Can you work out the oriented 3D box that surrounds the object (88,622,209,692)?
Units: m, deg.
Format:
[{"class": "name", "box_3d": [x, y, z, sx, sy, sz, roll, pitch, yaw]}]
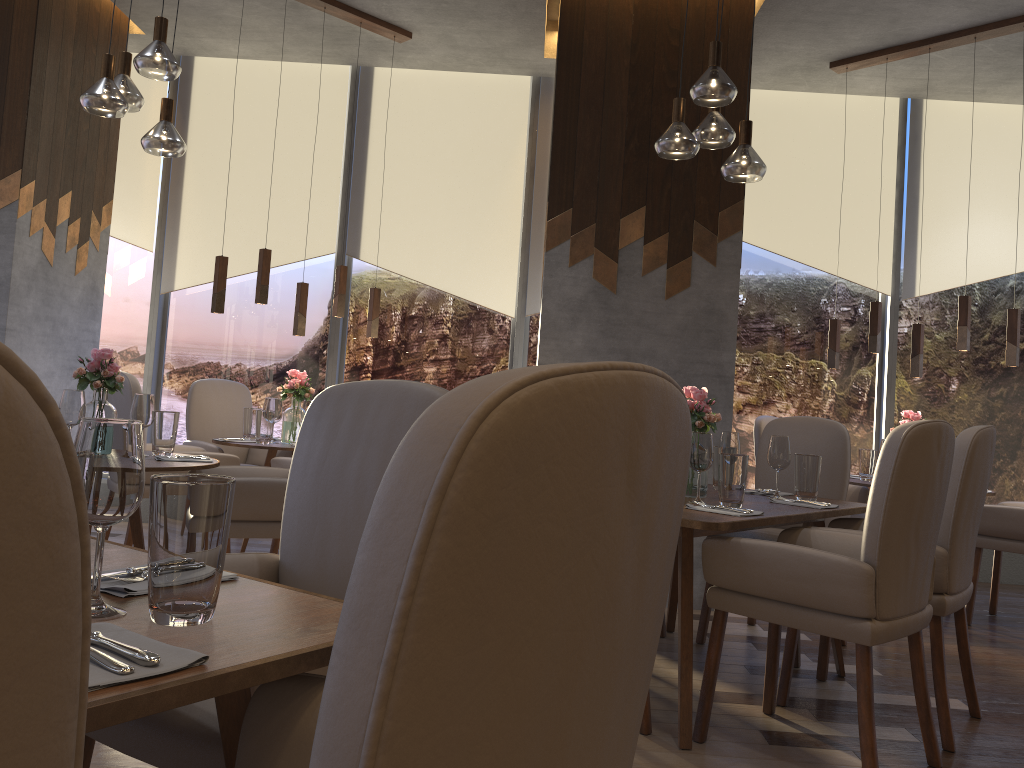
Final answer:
[{"class": "object", "box_3d": [-0.465, 0.279, 0.954, 0.255, 0.019, 0.157, 3, -2, 35]}]

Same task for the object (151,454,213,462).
[{"class": "object", "box_3d": [-1.291, 0.283, 3.425, 0.255, 0.019, 0.157, 4, -1, -23]}]

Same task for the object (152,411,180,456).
[{"class": "object", "box_3d": [-1.394, 0.199, 3.556, 0.102, 0.179, 0.102, 4, -3, -7]}]

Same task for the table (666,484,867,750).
[{"class": "table", "box_3d": [0.625, 0.748, 3.273, 0.965, 0.667, 1.304, 2, -2, 42]}]

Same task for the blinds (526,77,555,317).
[{"class": "blinds", "box_3d": [0.766, -1.752, 6.045, 1.173, 2.685, 0.007, 4, -3, 1]}]

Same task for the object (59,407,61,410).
[{"class": "object", "box_3d": [-1.691, 0.171, 3.193, 0.102, 0.179, 0.102, 5, -3, -18]}]

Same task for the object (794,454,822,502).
[{"class": "object", "box_3d": [1.137, 0.362, 3.414, 0.102, 0.179, 0.102, 5, -3, -19]}]

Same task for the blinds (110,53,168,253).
[{"class": "blinds", "box_3d": [-2.950, -2.273, 6.144, 1.173, 2.685, 0.007, 4, -3, 1]}]

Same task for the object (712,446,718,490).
[{"class": "object", "box_3d": [0.883, 0.351, 3.696, 0.102, 0.179, 0.102, 2, -3, 37]}]

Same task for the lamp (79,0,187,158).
[{"class": "lamp", "box_3d": [-1.428, -1.591, 3.475, 0.439, 1.328, 0.438, 3, -3, 9]}]

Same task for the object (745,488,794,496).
[{"class": "object", "box_3d": [1.029, 0.440, 3.624, 0.157, 0.019, 0.254, 3, -2, 41]}]

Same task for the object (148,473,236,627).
[{"class": "object", "box_3d": [-0.408, 0.207, 1.116, 0.102, 0.179, 0.102, 4, -3, 2]}]

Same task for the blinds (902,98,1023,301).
[{"class": "blinds", "box_3d": [3.290, -1.856, 6.004, 1.173, 2.685, 0.007, 4, -3, 1]}]

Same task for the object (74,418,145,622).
[{"class": "object", "box_3d": [-0.515, 0.167, 1.116, 0.092, 0.245, 0.092, 4, -3, -12]}]

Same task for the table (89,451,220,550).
[{"class": "table", "box_3d": [-1.561, 0.605, 3.329, 0.833, 0.663, 0.833, 5, -2, -24]}]

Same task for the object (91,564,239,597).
[{"class": "object", "box_3d": [-0.549, 0.282, 1.306, 0.157, 0.019, 0.254, 3, -2, 32]}]

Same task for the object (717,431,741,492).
[{"class": "object", "box_3d": [0.877, 0.316, 3.589, 0.092, 0.245, 0.092, 3, -3, 21]}]

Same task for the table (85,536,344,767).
[{"class": "table", "box_3d": [-0.900, 0.593, 0.905, 0.965, 0.667, 1.304, 3, -2, 35]}]

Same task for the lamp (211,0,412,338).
[{"class": "lamp", "box_3d": [-1.133, -1.234, 5.036, 1.159, 1.935, 0.118, 6, -4, -44]}]

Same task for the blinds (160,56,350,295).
[{"class": "blinds", "box_3d": [-1.722, -1.907, 6.101, 1.173, 2.685, 0.007, 4, -3, 1]}]

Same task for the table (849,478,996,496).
[{"class": "table", "box_3d": [2.228, 0.896, 4.973, 0.833, 0.663, 0.833, 4, -2, -8]}]

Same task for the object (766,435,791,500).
[{"class": "object", "box_3d": [1.031, 0.323, 3.431, 0.092, 0.245, 0.092, 4, -3, -3]}]

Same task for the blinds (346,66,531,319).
[{"class": "blinds", "box_3d": [-0.479, -1.817, 6.072, 1.173, 2.685, 0.007, 4, -3, 1]}]

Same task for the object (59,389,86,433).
[{"class": "object", "box_3d": [-1.637, 0.144, 3.291, 0.092, 0.245, 0.092, 4, -3, -5]}]

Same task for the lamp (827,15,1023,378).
[{"class": "lamp", "box_3d": [2.340, -1.001, 5.041, 0.118, 1.935, 1.161, 7, -4, -44]}]

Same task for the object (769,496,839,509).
[{"class": "object", "box_3d": [1.055, 0.433, 3.262, 0.255, 0.019, 0.157, 3, -2, 45]}]

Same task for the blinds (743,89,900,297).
[{"class": "blinds", "box_3d": [2.046, -1.962, 6.033, 1.173, 2.685, 0.007, 4, -3, 1]}]

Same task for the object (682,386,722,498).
[{"class": "object", "box_3d": [0.678, 0.214, 3.323, 0.197, 0.416, 0.210, 5, -3, -21]}]

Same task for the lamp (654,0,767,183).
[{"class": "lamp", "box_3d": [0.791, -1.444, 3.408, 0.439, 1.328, 0.439, 5, -3, -14]}]

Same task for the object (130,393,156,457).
[{"class": "object", "box_3d": [-1.446, 0.161, 3.463, 0.092, 0.245, 0.092, 7, -4, -43]}]

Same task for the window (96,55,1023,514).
[{"class": "window", "box_3d": [-2.193, -0.959, 3.291, 16.092, 3.204, 8.063, 5, -2, -44]}]

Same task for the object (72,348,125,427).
[{"class": "object", "box_3d": [-1.625, 0.063, 3.476, 0.197, 0.416, 0.210, 6, -4, -41]}]

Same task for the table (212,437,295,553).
[{"class": "table", "box_3d": [-1.261, 0.661, 4.940, 0.834, 0.663, 0.832, 3, -2, 21]}]
